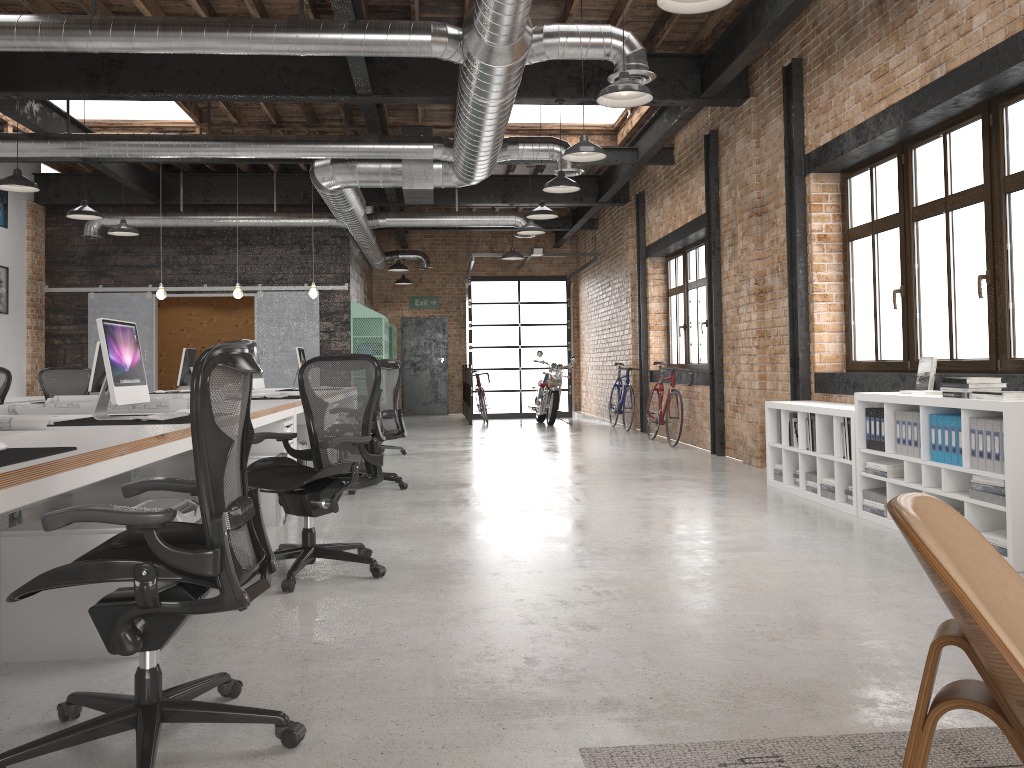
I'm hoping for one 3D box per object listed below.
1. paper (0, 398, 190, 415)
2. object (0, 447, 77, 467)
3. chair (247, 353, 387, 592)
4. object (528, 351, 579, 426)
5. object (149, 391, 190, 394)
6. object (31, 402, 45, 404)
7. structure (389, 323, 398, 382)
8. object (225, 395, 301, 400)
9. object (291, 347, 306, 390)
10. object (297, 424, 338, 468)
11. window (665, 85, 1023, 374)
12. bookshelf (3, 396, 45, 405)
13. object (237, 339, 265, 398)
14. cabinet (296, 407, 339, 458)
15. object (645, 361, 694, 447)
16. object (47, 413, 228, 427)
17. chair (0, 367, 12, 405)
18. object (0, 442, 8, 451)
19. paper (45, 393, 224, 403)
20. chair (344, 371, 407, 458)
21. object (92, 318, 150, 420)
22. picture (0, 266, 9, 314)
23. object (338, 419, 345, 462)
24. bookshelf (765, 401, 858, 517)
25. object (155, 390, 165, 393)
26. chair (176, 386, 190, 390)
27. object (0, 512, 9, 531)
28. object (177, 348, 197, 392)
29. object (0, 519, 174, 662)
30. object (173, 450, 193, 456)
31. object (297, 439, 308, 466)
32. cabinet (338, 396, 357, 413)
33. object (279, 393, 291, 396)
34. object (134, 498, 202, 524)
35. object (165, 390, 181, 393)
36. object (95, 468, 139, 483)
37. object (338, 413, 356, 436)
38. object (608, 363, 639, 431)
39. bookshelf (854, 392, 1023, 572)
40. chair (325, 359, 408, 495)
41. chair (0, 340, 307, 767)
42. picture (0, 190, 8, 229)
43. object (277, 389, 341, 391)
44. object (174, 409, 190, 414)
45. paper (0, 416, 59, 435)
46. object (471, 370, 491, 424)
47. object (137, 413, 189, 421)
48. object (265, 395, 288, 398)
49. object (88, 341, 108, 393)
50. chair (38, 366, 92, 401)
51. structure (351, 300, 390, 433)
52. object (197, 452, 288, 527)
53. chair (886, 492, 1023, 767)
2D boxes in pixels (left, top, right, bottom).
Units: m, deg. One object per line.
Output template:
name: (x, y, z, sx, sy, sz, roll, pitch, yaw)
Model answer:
paper: (-2.377, 0.132, 5.050, 1.134, 0.083, 0.083, -1, 0, -10)
object: (-1.638, 0.211, 2.292, 0.687, 0.008, 0.848, -1, 1, -5)
chair: (-0.980, 0.390, 4.392, 0.770, 1.087, 0.792, -1, -1, 19)
object: (0.703, 0.069, 16.236, 0.813, 1.361, 2.174, -1, 0, -17)
object: (-3.703, 0.094, 9.862, 0.687, 0.008, 0.848, -1, 1, -6)
object: (-3.492, 0.139, 7.403, 0.687, 0.008, 0.848, -1, 1, -6)
structure: (-2.558, -0.352, 17.546, 0.556, 2.103, 1.116, -1, -1, -5)
object: (-2.080, 0.116, 7.449, 0.687, 0.008, 0.848, -1, 1, -5)
object: (-2.432, -0.178, 10.191, 0.189, 0.486, 0.483, -1, 0, -5)
object: (-2.005, 0.636, 8.778, 0.541, 0.455, 0.221, -1, -1, -5)
window: (2.615, -0.953, 8.637, 0.147, 1.692, 8.629, -1, 1, -5)
bookshelf: (-6.848, 0.532, 11.995, 0.400, 0.685, 1.543, -1, 1, -5)
object: (-2.195, -0.128, 7.435, 0.189, 0.486, 0.483, -1, 0, -5)
cabinet: (-2.036, 0.532, 9.109, 0.460, 0.649, 0.387, -1, -1, -5)
object: (1.923, 0.230, 11.291, 0.401, 1.041, 1.736, -1, 0, -10)
object: (-1.814, 0.173, 4.349, 0.687, 0.008, 0.848, -1, 1, -5)
chair: (-4.479, 0.387, 7.329, 0.770, 1.087, 0.791, 0, -1, -36)
object: (-1.549, 0.184, 2.617, 0.106, 0.028, 0.059, -1, 1, -4)
paper: (-2.742, 0.112, 6.414, 0.975, 0.105, 1.074, -2, 1, -41)
chair: (-1.615, 0.285, 10.217, 0.792, 1.087, 0.769, -1, -1, -26)
object: (-1.931, -0.071, 4.353, 0.189, 0.486, 0.483, -1, 0, -5)
picture: (-7.087, -1.310, 12.232, 0.018, 0.663, 0.532, -1, -1, -5)
object: (-1.924, 0.614, 9.515, 0.250, 0.466, 0.338, -1, -1, -5)
bookshelf: (2.347, 0.497, 6.509, 0.400, 0.685, 1.543, -1, 1, -5)
object: (-3.791, 0.082, 9.547, 0.106, 0.028, 0.059, -1, 1, -4)
chair: (-5.430, 0.406, 14.925, 0.618, 0.779, 0.580, -1, -1, -10)
object: (-3.562, 0.721, 5.683, 0.544, 0.455, 0.221, -1, -1, -5)
object: (-3.591, -0.154, 9.875, 0.189, 0.486, 0.483, -1, 0, -5)
object: (-1.529, 0.738, 3.226, 0.541, 0.455, 0.221, -1, -1, -5)
object: (-3.993, 0.629, 10.711, 0.544, 0.455, 0.221, -1, -1, -5)
object: (-1.685, 0.665, 6.736, 0.250, 0.466, 0.338, -1, -1, -5)
cabinet: (-2.219, 0.493, 11.242, 0.460, 0.649, 0.387, -1, -1, -5)
object: (-1.989, 0.090, 7.749, 0.106, 0.028, 0.059, -1, 1, -6)
object: (-1.418, 0.722, 3.614, 0.250, 0.466, 0.338, -1, -1, -5)
object: (-3.812, 0.083, 9.874, 0.118, 0.017, 0.438, -1, 1, -5)
object: (-3.781, 0.674, 8.236, 0.544, 0.455, 0.221, -1, -1, -5)
object: (-2.188, 0.597, 10.911, 0.541, 0.455, 0.221, -1, -1, -5)
object: (1.703, 0.183, 13.864, 0.401, 1.041, 1.736, -1, 0, -10)
bookshelf: (2.485, 0.467, 4.964, 0.400, 0.801, 1.543, -1, 1, -5)
chair: (-1.257, 0.334, 7.456, 0.792, 1.087, 0.770, -1, -1, 4)
chair: (-0.959, 0.430, 2.334, 0.792, 1.087, 0.769, -1, -1, -21)
picture: (-7.104, -2.520, 12.246, 0.018, 0.663, 0.532, -1, -1, -5)
object: (-2.316, 0.066, 10.204, 0.687, 0.008, 0.848, -1, 1, -6)
object: (-1.725, 0.146, 4.667, 0.106, 0.028, 0.059, -1, 1, -6)
paper: (-2.323, 0.168, 3.222, 0.975, 0.105, 1.074, -1, 1, -7)
object: (-0.598, 0.252, 17.017, 0.410, 1.034, 1.733, -1, 0, 2)
object: (-1.704, 0.159, 4.340, 0.118, 0.017, 0.438, -1, 1, -5)
object: (-1.968, 0.102, 7.421, 0.118, 0.017, 0.438, -1, 1, -5)
object: (-3.381, -0.109, 7.417, 0.189, 0.486, 0.483, -1, 0, -5)
chair: (-4.982, 0.340, 10.079, 0.792, 1.087, 0.770, -1, -1, 34)
structure: (-2.296, -0.296, 14.487, 0.556, 2.103, 1.116, -1, -1, -5)
object: (-1.748, 0.691, 5.780, 0.541, 0.455, 0.221, -1, -1, -5)
chair: (1.144, 0.581, 1.436, 0.856, 0.753, 0.866, -1, 0, -29)
